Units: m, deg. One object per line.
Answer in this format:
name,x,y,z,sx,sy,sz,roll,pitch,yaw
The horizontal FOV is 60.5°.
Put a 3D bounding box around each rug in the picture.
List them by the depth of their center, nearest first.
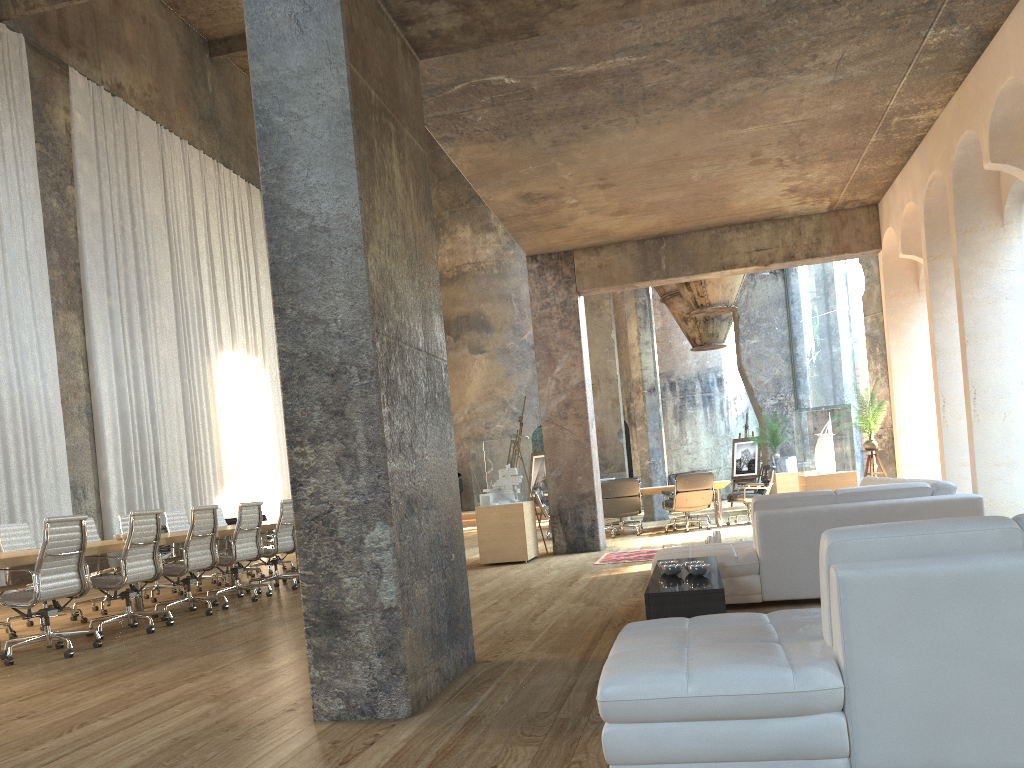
rug,2.214,1.877,9.921,2.469,0.009,1.348,-7,-7,12

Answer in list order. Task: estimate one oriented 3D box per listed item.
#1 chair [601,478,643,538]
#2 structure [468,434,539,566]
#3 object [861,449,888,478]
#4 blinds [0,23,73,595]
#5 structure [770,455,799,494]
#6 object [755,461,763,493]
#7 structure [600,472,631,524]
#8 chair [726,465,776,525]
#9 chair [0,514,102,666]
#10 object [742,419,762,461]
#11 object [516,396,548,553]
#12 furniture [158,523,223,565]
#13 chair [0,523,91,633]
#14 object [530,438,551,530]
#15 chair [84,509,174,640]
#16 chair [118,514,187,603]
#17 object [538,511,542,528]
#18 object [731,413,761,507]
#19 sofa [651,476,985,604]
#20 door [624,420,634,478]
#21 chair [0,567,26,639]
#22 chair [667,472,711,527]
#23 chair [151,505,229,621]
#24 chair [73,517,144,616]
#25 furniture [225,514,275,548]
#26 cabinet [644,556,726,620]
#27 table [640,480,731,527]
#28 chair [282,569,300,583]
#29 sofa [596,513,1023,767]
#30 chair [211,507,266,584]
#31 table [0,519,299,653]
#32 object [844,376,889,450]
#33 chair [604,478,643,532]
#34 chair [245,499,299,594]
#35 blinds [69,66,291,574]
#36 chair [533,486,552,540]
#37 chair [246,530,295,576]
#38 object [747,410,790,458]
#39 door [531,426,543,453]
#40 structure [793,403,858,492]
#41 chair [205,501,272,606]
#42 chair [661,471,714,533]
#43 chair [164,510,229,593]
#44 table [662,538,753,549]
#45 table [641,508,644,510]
chair,1.671,1.917,13.609,0.730,0.891,0.823,-6,-2,5
structure,-0.089,1.438,10.897,0.596,1.546,0.742,-5,0,11
object,4.607,1.338,11.338,0.655,0.972,0.574,-5,-1,-24
blinds,-8.060,-1.536,10.122,0.276,8.635,7.829,-5,-2,12
structure,4.958,1.746,15.315,0.737,1.014,0.743,-6,-2,12
object,5.462,2.128,18.809,0.659,0.972,0.571,-5,-1,6
structure,1.895,2.265,17.303,0.745,1.014,0.735,-6,-2,12
chair,3.758,1.756,13.901,0.822,0.892,0.731,-6,-2,6
chair,-3.505,1.509,6.508,0.701,1.025,0.664,-6,-1,17
object,5.324,1.191,18.828,0.692,0.939,0.856,-6,-3,32
object,0.047,1.254,11.769,0.686,2.145,0.699,-5,0,11
furniture,-5.535,2.821,15.363,0.710,0.839,1.875,-6,-5,11
chair,-4.506,1.834,8.491,0.701,1.025,0.665,-6,-1,11
object,0.628,1.789,16.835,0.706,2.145,0.680,-5,0,44
chair,-3.310,1.599,7.436,0.701,1.025,0.664,-6,-1,15
chair,-4.146,2.007,10.268,0.702,1.025,0.664,-6,-1,20
object,0.909,1.981,18.706,0.688,2.145,0.697,-5,0,38
object,5.352,1.714,19.988,0.706,2.145,0.680,-5,0,40
sofa,2.194,1.179,6.974,2.069,0.720,2.933,-7,-6,11
door,3.256,2.254,25.265,0.110,2.630,0.908,-6,1,-36
chair,-4.681,1.752,7.653,0.702,1.025,0.664,-6,-1,20
chair,2.961,1.941,14.850,0.731,0.891,0.821,-6,-3,12
chair,-3.125,1.686,8.335,0.701,1.025,0.664,-6,-1,17
chair,-4.328,1.924,9.407,0.701,1.025,0.664,-6,-1,17
furniture,-5.050,3.047,17.700,0.710,0.839,1.875,-6,-5,11
cabinet,0.966,1.228,4.880,0.397,0.368,1.564,-6,-6,11
table,2.315,2.022,14.212,2.416,0.699,1.106,-7,-5,12
chair,-2.568,1.943,10.988,0.701,1.025,0.665,-6,-1,11
sofa,1.341,0.781,2.859,2.073,0.720,1.073,-7,-4,11
chair,-3.782,2.180,12.048,0.701,1.025,0.664,-6,-1,15
table,-3.556,2.030,9.819,1.605,0.756,7.727,-6,-7,11
object,4.580,0.386,11.313,0.688,0.939,0.861,-5,-2,2
chair,1.873,2.070,15.081,0.732,0.891,0.820,-6,-3,18
chair,-2.763,1.855,10.076,0.701,1.025,0.664,-6,-1,17
blinds,-6.303,-0.716,18.584,0.276,8.635,7.829,-5,-2,12
chair,0.794,2.108,14.542,0.822,0.892,0.730,-6,-2,8
chair,-0.832,1.943,12.332,12.985,1.029,31.556,-7,-7,11
object,4.804,0.960,16.425,0.861,0.939,0.687,-6,-2,14
door,0.938,2.361,25.758,0.898,2.295,0.092,-5,1,-30
structure,3.923,1.073,10.987,0.596,1.546,0.742,-5,0,11
chair,-2.945,1.772,9.215,0.702,1.025,0.664,-6,-1,20
chair,2.663,1.804,13.430,0.727,0.891,0.826,-5,-3,-15
chair,-3.966,2.092,11.149,0.701,1.025,0.664,-6,-1,17
table,1.834,1.584,8.085,0.862,0.246,0.370,-7,-4,12
table,3.413,2.709,20.338,1.876,0.545,0.942,-7,-5,12
